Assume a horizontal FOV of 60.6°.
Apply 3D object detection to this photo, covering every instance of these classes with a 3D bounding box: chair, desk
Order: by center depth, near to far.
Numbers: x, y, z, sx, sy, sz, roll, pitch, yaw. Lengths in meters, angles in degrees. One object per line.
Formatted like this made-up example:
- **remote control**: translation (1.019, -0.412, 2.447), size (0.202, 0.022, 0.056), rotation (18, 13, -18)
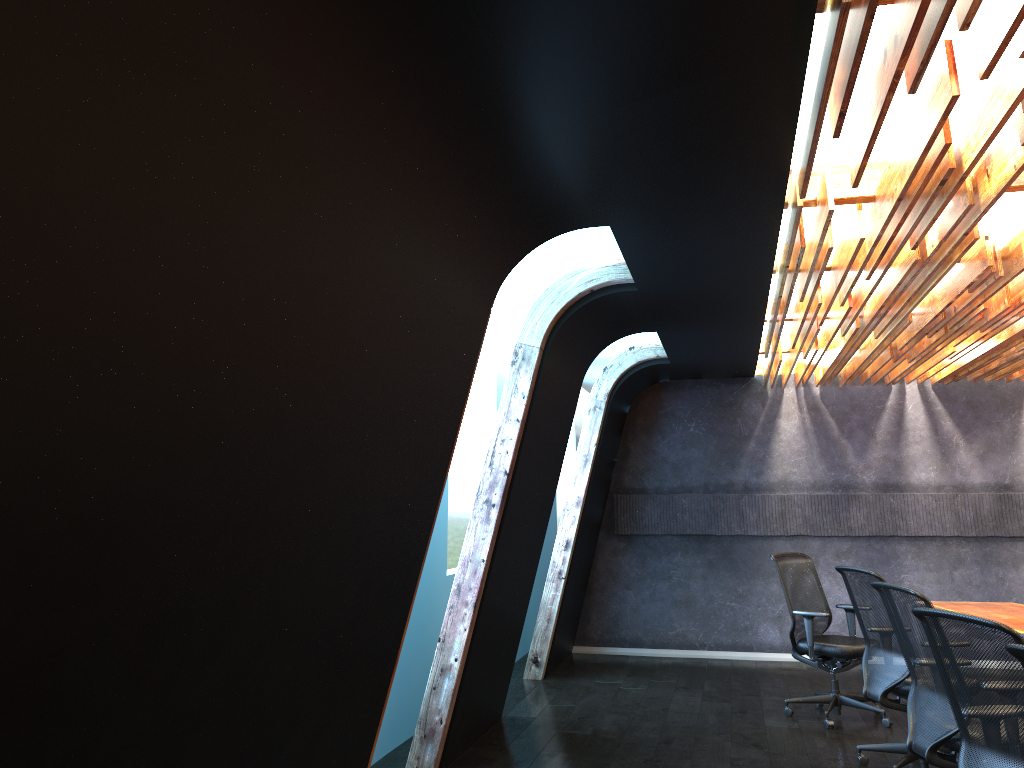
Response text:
- **chair**: translation (1.887, 1.354, 2.262), size (0.796, 1.274, 0.790), rotation (0, -13, -2)
- **chair**: translation (2.062, 1.492, 3.260), size (0.795, 1.274, 0.791), rotation (3, -14, -11)
- **desk**: translation (3.664, 1.824, 4.174), size (2.032, 0.839, 6.497), rotation (-2, -8, 14)
- **chair**: translation (2.348, 1.648, 4.393), size (0.796, 1.274, 0.790), rotation (0, -13, -2)
- **chair**: translation (2.624, 1.822, 5.649), size (0.796, 1.274, 0.790), rotation (1, -13, -7)
- **chair**: translation (2.601, 2.018, 7.063), size (0.806, 1.274, 0.781), rotation (12, -18, -40)

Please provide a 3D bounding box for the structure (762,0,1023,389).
- **structure**: translation (3.722, 0.526, 4.010), size (4.519, 3.073, 11.191), rotation (-3, -9, 14)
